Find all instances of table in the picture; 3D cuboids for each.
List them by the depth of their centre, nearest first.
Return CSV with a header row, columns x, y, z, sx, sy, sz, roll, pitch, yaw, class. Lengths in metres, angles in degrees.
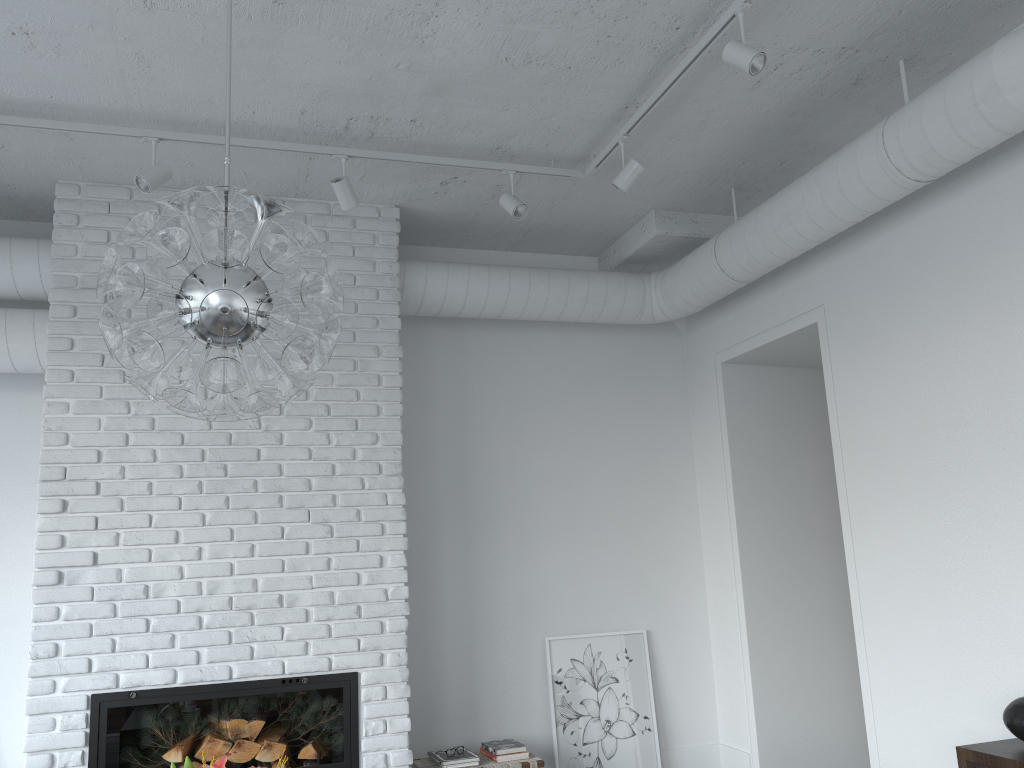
x,y,z,sx,sy,sz,roll,pitch,yaw,class
1.939,1.426,2.443,0.375,0.617,1.362,1,-12,-18,table
-0.172,2.087,4.497,0.605,0.345,0.405,1,-12,-18,table

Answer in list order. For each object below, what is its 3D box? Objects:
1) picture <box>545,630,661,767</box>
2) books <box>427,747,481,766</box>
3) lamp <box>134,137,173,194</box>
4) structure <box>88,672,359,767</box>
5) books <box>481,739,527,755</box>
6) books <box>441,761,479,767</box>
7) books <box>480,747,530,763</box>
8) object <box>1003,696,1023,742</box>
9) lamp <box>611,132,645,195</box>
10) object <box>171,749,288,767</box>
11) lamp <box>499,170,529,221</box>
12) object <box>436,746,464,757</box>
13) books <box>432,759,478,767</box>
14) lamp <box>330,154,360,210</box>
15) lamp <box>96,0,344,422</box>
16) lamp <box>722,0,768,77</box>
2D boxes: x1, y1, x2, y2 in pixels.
x,y,z,sx,sy,sz,roll,pitch,yaw,class
0.526,1.887,5.078,0.637,0.884,0.093,1,-12,-18,picture
-0.297,1.889,4.499,0.202,0.019,0.280,1,-12,-20,books
-1.503,-0.927,3.724,0.090,0.285,0.154,-12,-15,39,lamp
-1.355,1.701,4.265,1.168,0.578,0.675,1,-12,-18,structure
-0.043,1.884,4.606,0.173,0.025,0.238,1,-12,-20,books
-0.291,1.901,4.487,0.171,0.011,0.306,1,-12,-19,books
-0.038,1.909,4.593,0.185,0.032,0.267,1,-12,-20,books
1.806,1.146,3.012,0.245,0.168,0.245,3,-13,-26,object
0.509,-0.984,3.934,0.154,0.285,0.104,-7,-12,22,lamp
-0.582,1.049,1.841,0.275,0.558,0.284,-10,-14,33,object
0.002,-0.905,4.203,0.093,0.285,0.154,7,-15,-39,lamp
-0.316,1.864,4.507,0.093,0.038,0.134,-12,-14,38,object
-0.291,1.914,4.496,0.172,0.011,0.273,1,-12,-19,books
-0.753,-0.916,3.965,0.097,0.285,0.154,-7,-12,22,lamp
-0.705,-0.677,2.201,0.552,1.546,0.552,4,-13,-30,lamp
0.789,-1.177,3.037,0.094,0.285,0.154,8,-16,-44,lamp
